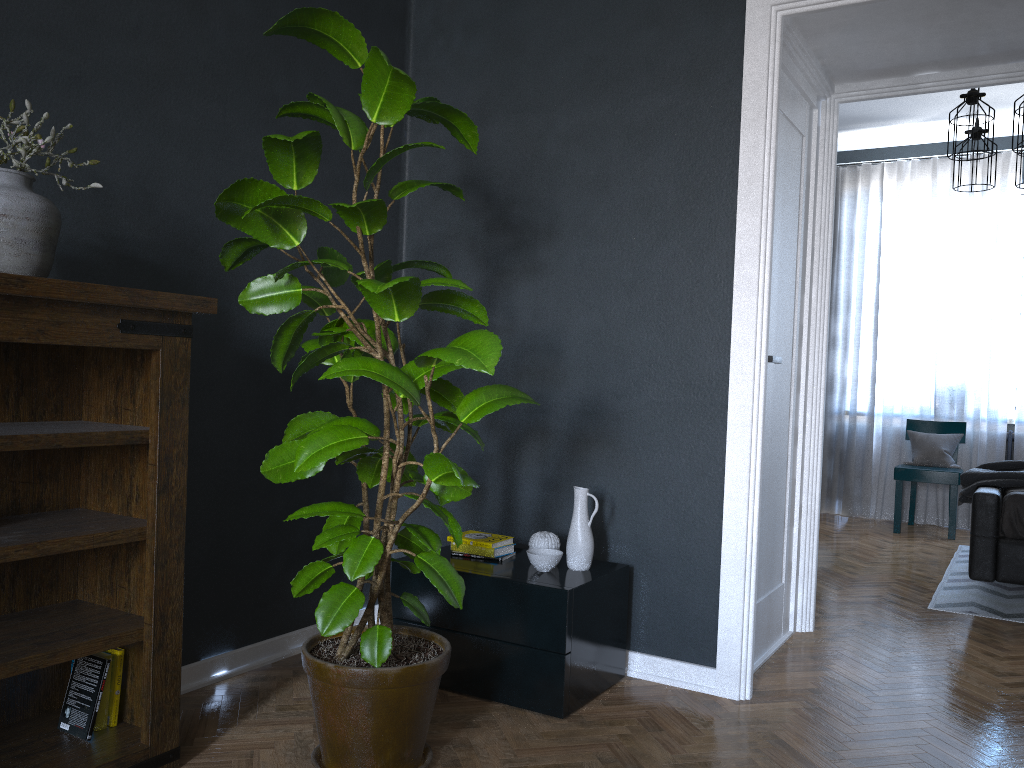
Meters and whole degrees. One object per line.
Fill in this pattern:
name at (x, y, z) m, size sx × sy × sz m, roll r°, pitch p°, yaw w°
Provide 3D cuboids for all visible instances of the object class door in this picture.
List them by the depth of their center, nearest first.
door at (0.963, -0.079, 3.287) m, size 0.162 × 2.187 × 0.857 m, roll 3°, pitch 2°, yaw 31°

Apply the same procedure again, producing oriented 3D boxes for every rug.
rug at (3.075, 1.087, 4.639) m, size 1.458 × 0.013 × 2.045 m, roll 3°, pitch 1°, yaw 31°

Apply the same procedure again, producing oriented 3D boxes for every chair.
chair at (3.021, 0.667, 6.401) m, size 0.435 × 0.799 × 0.592 m, roll 3°, pitch 1°, yaw 31°

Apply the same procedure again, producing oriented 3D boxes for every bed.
bed at (3.557, 0.527, 4.392) m, size 2.374 × 1.162 × 2.265 m, roll 3°, pitch 1°, yaw 31°

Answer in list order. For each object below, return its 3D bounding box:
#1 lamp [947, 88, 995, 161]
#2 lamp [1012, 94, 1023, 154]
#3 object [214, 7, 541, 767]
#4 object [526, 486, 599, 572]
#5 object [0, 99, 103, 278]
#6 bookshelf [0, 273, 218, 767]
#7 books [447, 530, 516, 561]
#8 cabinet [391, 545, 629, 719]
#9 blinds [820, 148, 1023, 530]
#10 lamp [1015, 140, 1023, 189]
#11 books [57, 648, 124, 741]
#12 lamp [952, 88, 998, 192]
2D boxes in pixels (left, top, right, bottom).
lamp at (2.494, -1.589, 4.796) m, size 0.210 × 0.714 × 0.210 m, roll 4°, pitch 2°, yaw 44°
lamp at (2.618, -1.547, 4.386) m, size 0.210 × 0.770 × 0.210 m, roll 4°, pitch 2°, yaw 44°
object at (-0.400, 0.029, 2.343) m, size 1.118 × 1.899 × 0.763 m, roll 3°, pitch 1°, yaw 24°
object at (0.133, 0.464, 2.905) m, size 0.229 × 0.268 × 0.228 m, roll 2°, pitch 1°, yaw -26°
object at (-1.120, -0.429, 1.917) m, size 0.385 × 0.412 × 0.275 m, roll 2°, pitch 1°, yaw 9°
bookshelf at (-1.427, 0.355, 1.482) m, size 0.450 × 1.172 × 1.918 m, roll 3°, pitch 1°, yaw 31°
books at (-0.105, 0.555, 3.046) m, size 0.214 × 0.066 × 0.162 m, roll 3°, pitch 1°, yaw 26°
cabinet at (-0.008, 0.787, 2.952) m, size 0.650 × 0.390 × 0.456 m, roll 3°, pitch 1°, yaw 31°
blinds at (3.748, -0.306, 6.448) m, size 3.991 × 2.790 × 0.312 m, roll 3°, pitch 1°, yaw 31°
lamp at (3.117, -1.547, 5.237) m, size 0.210 × 0.747 × 0.210 m, roll 4°, pitch 2°, yaw 44°
books at (-1.053, 0.765, 2.219) m, size 0.179 × 0.193 × 0.122 m, roll 3°, pitch 1°, yaw 34°
lamp at (2.692, -1.534, 5.130) m, size 0.210 × 0.804 × 0.210 m, roll 4°, pitch 2°, yaw 44°
